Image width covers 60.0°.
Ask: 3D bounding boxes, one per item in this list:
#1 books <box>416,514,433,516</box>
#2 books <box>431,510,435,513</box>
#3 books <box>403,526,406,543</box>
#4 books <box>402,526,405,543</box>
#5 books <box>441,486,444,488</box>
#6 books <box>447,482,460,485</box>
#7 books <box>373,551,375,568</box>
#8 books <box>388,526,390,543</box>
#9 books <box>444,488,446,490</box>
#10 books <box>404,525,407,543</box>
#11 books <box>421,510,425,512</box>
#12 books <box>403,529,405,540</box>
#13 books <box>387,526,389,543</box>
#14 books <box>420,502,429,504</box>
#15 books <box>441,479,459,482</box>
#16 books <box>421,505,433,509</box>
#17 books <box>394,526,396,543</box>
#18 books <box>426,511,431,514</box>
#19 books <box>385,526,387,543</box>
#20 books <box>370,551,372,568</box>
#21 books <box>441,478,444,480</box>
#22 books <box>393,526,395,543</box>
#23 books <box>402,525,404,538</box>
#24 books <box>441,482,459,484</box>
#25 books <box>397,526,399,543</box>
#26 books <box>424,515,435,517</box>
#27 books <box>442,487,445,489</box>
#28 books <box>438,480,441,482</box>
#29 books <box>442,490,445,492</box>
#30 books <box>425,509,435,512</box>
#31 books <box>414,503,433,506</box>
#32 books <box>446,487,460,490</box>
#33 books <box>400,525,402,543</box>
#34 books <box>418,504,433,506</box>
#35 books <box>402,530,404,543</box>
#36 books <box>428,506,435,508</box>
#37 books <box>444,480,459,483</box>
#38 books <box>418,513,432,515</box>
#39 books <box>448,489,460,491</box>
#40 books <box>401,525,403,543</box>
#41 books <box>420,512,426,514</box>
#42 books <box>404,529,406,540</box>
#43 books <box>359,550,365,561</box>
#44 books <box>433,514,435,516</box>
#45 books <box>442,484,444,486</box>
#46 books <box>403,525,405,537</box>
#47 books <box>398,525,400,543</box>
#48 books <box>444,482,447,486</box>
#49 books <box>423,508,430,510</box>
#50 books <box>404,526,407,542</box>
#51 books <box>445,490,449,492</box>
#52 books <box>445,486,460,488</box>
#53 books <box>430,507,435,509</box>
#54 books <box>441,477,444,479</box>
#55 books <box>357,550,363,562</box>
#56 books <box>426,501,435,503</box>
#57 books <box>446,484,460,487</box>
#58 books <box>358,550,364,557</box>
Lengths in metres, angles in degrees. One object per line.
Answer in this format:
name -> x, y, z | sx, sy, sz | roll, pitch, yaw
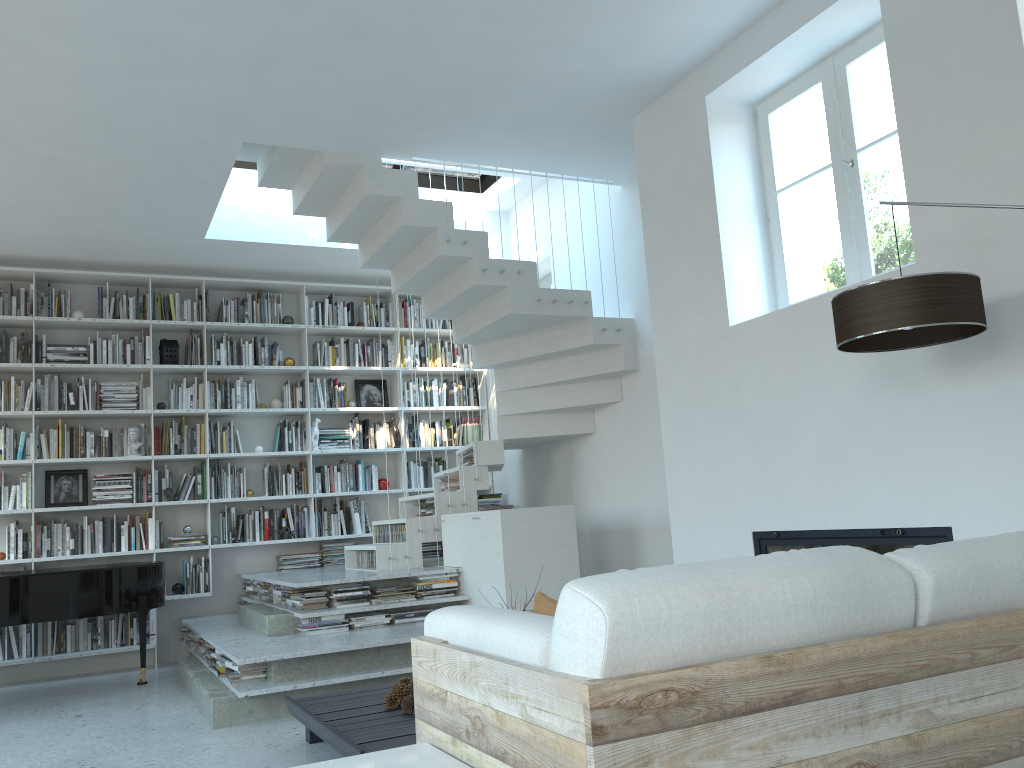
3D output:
books -> -0.646, 1.050, 7.137 | 0.189, 0.007, 0.195 | 1, -10, -29
books -> -0.511, 0.951, 6.660 | 0.172, 0.019, 0.240 | -4, -9, -1
books -> -0.716, 1.078, 6.400 | 0.125, 0.123, 0.034 | 0, -9, -26
books -> -0.726, 1.082, 6.421 | 0.125, 0.123, 0.035 | 0, -9, -26
books -> -0.461, 0.830, 7.246 | 0.145, 0.012, 0.297 | 0, -10, -27
books -> -0.381, 0.754, 6.708 | 0.214, 0.014, 0.138 | -4, -9, 1
books -> -0.962, 1.296, 6.568 | 0.125, 0.125, 0.008 | 0, -9, -26
books -> -0.873, 1.137, 6.723 | 0.125, 0.125, 0.010 | 0, -9, -26
books -> -0.419, 0.816, 6.963 | 0.200, 0.014, 0.178 | -1, -9, -22
books -> -0.709, 1.076, 6.386 | 0.125, 0.123, 0.036 | 0, -9, -26
books -> -0.632, 1.018, 7.150 | 0.145, 0.015, 0.166 | 1, -10, -31
books -> -0.723, 1.081, 6.414 | 0.125, 0.123, 0.036 | 0, -9, -26
books -> -0.883, 1.140, 6.744 | 0.125, 0.125, 0.007 | 0, -9, -26
books -> -0.640, 0.958, 7.156 | 0.161, 0.012, 0.195 | 1, -10, -29
books -> -0.383, 0.726, 6.712 | 0.295, 0.007, 0.146 | -5, -9, 4
books -> -0.634, 0.990, 7.154 | 0.140, 0.022, 0.181 | 1, -10, -32
books -> -0.809, 1.112, 6.592 | 0.125, 0.125, 0.012 | 0, -9, -26
books -> -0.549, 0.997, 6.942 | 0.175, 0.016, 0.208 | 1, -10, -31
books -> -0.905, 1.149, 6.788 | 0.125, 0.125, 0.009 | 0, -9, -26
books -> -0.995, 1.309, 6.637 | 0.125, 0.125, 0.008 | 0, -9, -26
books -> -0.473, 0.771, 7.250 | 0.157, 0.014, 0.180 | 1, -10, -30
books -> -0.821, 1.117, 6.616 | 0.125, 0.125, 0.013 | 0, -9, -26
books -> -0.730, 1.084, 6.428 | 0.125, 0.123, 0.034 | 0, -9, -26
books -> -0.382, 0.744, 6.710 | 0.295, 0.006, 0.146 | -5, -9, 8
books -> -0.781, 1.102, 6.534 | 0.125, 0.125, 0.009 | 0, -9, -26
books -> -0.553, 1.027, 6.935 | 0.191, 0.004, 0.223 | 1, -10, -30
books -> -0.468, 0.841, 7.240 | 0.160, 0.010, 0.180 | 0, -9, -23
books -> -0.482, 0.784, 7.243 | 0.173, 0.011, 0.203 | 1, -10, -31
books -> -0.456, 0.864, 7.242 | 0.136, 0.017, 0.289 | 0, -10, -28
books -> -0.551, 0.982, 6.944 | 0.184, 0.013, 0.226 | 1, -10, -29
books -> -0.658, 0.968, 7.146 | 0.198, 0.006, 0.188 | 1, -10, -30
books -> -0.377, 0.788, 6.720 | 0.215, 0.013, 0.189 | -5, -9, 6
books -> -0.752, 1.090, 6.473 | 0.125, 0.125, 0.008 | 0, -9, -26
books -> -0.641, 0.975, 7.153 | 0.159, 0.009, 0.208 | 1, -10, -30
books -> -0.738, 1.085, 6.444 | 0.125, 0.125, 0.011 | 0, -9, -26
books -> -0.554, 0.957, 6.947 | 0.189, 0.012, 0.155 | 0, -9, -23
books -> -0.380, 0.738, 6.726 | 0.232, 0.011, 0.172 | -6, -9, 10
books -> -0.640, 1.042, 7.142 | 0.158, 0.009, 0.216 | 1, -10, -32
books -> -0.375, 0.801, 6.724 | 0.206, 0.012, 0.183 | -4, -9, 1
books -> -0.742, 1.087, 6.453 | 0.125, 0.125, 0.008 | 0, -9, -26
books -> -0.644, 1.032, 7.142 | 0.159, 0.012, 0.225 | -1, -9, -18
books -> -0.713, 1.077, 6.393 | 0.125, 0.123, 0.035 | 0, -9, -26
books -> -1.127, 1.359, 6.907 | 0.125, 0.125, 0.010 | 0, -9, -26
books -> -0.532, 1.019, 6.946 | 0.137, 0.013, 0.199 | -1, -9, -19
books -> -0.460, 0.814, 7.249 | 0.143, 0.019, 0.231 | 0, -10, -27
books -> -0.719, 1.080, 6.406 | 0.125, 0.123, 0.034 | 0, -9, -26
books -> -0.771, 1.098, 6.513 | 0.125, 0.125, 0.008 | 0, -9, -26
books -> -0.417, 0.772, 6.957 | 0.178, 0.035, 0.222 | -1, -9, -21
books -> -0.626, 1.006, 7.155 | 0.132, 0.010, 0.198 | -1, -9, -22
books -> -0.706, 1.075, 6.379 | 0.125, 0.123, 0.035 | 0, -9, -26
books -> -0.429, 0.835, 6.988 | 0.184, 0.016, 0.128 | -1, -9, -19
books -> -0.376, 0.780, 6.732 | 0.254, 0.007, 0.189 | -4, -9, 1
books -> -0.540, 0.969, 6.951 | 0.149, 0.013, 0.220 | -1, -9, -21
books -> -0.472, 0.757, 7.253 | 0.157, 0.014, 0.180 | 0, -10, -28
books -> -1.151, 1.368, 6.958 | 0.125, 0.125, 0.008 | 0, -9, -26
books -> -0.555, 0.918, 6.953 | 0.177, 0.014, 0.194 | 1, -10, -31
books -> -0.378, 0.769, 6.720 | 0.222, 0.011, 0.180 | -5, -9, 5
books -> -1.137, 1.362, 6.927 | 0.125, 0.125, 0.007 | 0, -9, -26
